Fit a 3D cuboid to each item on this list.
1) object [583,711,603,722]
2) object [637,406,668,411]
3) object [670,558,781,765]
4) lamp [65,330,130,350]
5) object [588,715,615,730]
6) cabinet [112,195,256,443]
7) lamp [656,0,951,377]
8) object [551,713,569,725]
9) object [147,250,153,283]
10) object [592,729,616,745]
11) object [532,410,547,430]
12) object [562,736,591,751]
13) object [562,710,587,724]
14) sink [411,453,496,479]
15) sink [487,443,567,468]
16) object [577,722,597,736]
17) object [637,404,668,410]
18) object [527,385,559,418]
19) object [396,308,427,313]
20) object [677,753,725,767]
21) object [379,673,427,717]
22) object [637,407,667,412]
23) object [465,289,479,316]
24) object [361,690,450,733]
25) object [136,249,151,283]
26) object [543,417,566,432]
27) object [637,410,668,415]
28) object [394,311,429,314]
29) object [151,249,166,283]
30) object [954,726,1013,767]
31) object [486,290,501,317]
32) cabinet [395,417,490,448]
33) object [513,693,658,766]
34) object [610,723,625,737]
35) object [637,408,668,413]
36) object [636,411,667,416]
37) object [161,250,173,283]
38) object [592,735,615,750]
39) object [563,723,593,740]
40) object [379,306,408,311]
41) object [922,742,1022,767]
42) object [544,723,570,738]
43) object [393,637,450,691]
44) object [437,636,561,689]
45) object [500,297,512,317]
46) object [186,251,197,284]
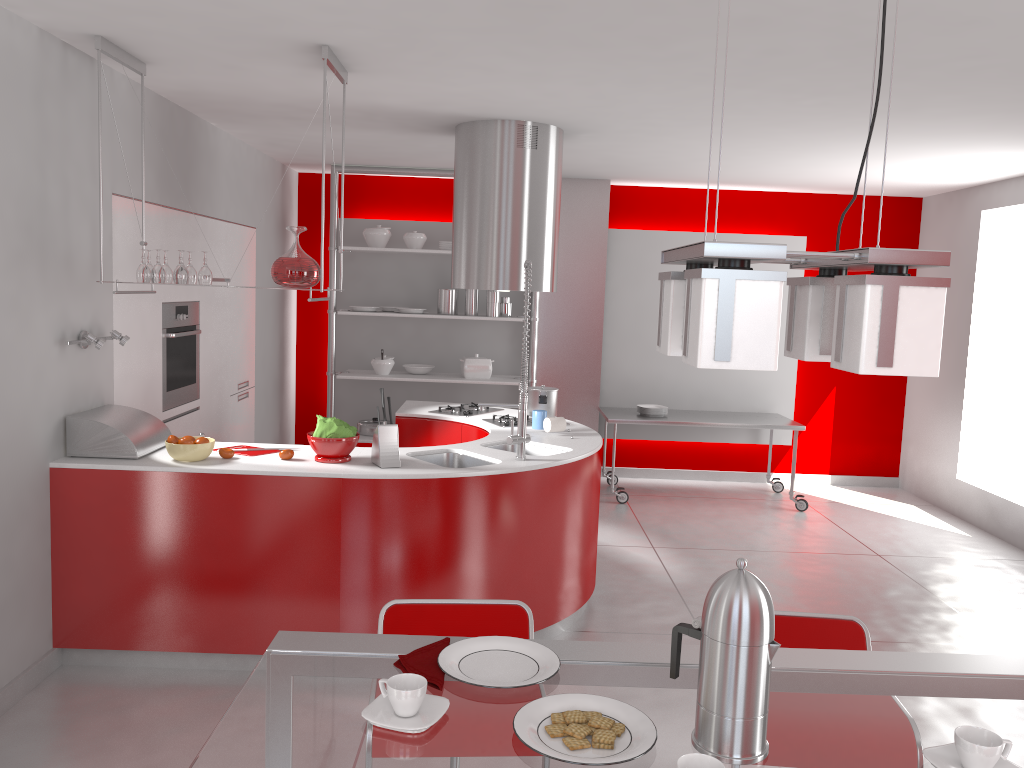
[{"bbox_3d":[0.123,0.518,1.380,0.036,0.006,0.034,2,6,-1],"label":"object"},{"bbox_3d":[1.144,0.202,7.234,0.228,0.020,0.228,0,6,-19],"label":"object"},{"bbox_3d":[0.313,0.395,1.309,0.149,0.287,0.113,3,6,7],"label":"object"},{"bbox_3d":[-1.806,-0.192,3.891,0.155,0.081,0.454,2,6,-1],"label":"lamp"},{"bbox_3d":[0.136,0.516,1.352,0.036,0.006,0.034,5,7,23],"label":"object"},{"bbox_3d":[-2.211,-0.014,5.422,0.614,2.026,2.398,2,6,-1],"label":"cabinet"},{"bbox_3d":[0.396,-0.539,1.185,0.304,1.025,0.304,2,6,-1],"label":"lamp"},{"bbox_3d":[0.078,0.518,1.371,0.036,0.006,0.034,2,6,-1],"label":"object"},{"bbox_3d":[-1.595,-0.517,3.898,0.060,0.141,0.060,2,6,-1],"label":"object"},{"bbox_3d":[0.137,0.520,1.311,0.034,0.006,0.036,3,6,11],"label":"object"},{"bbox_3d":[0.145,0.195,4.915,0.080,0.100,0.109,-1,7,-27],"label":"object"},{"bbox_3d":[0.095,0.526,1.302,0.036,0.006,0.034,0,7,-21],"label":"object"},{"bbox_3d":[0.097,0.513,1.367,0.034,0.006,0.036,1,6,-12],"label":"object"},{"bbox_3d":[-0.274,0.445,4.091,0.326,0.172,0.428,-3,8,-39],"label":"sink"},{"bbox_3d":[0.068,0.421,4.437,0.428,0.172,0.326,7,8,38],"label":"sink"},{"bbox_3d":[0.113,0.522,1.344,0.036,0.006,0.034,4,6,17],"label":"object"},{"bbox_3d":[1.144,0.192,7.232,0.228,0.020,0.228,0,6,-19],"label":"object"},{"bbox_3d":[0.181,0.099,5.270,0.189,0.185,0.218,-3,8,-38],"label":"object"},{"bbox_3d":[-0.811,-0.588,7.146,0.244,0.042,0.244,0,6,-16],"label":"object"},{"bbox_3d":[0.251,0.523,1.154,0.078,0.049,0.062,7,8,39],"label":"object"},{"bbox_3d":[-0.170,0.483,1.369,0.078,0.049,0.062,2,6,-1],"label":"object"},{"bbox_3d":[1.143,0.213,7.235,0.228,0.020,0.228,0,6,-19],"label":"object"},{"bbox_3d":[-0.323,-0.716,7.161,0.109,0.329,0.110,2,6,-3],"label":"object"},{"bbox_3d":[-0.164,0.507,1.372,0.119,0.016,0.119,4,6,19],"label":"object"},{"bbox_3d":[-1.584,-0.508,3.813,0.060,0.141,0.060,2,6,-1],"label":"object"},{"bbox_3d":[0.224,0.218,4.814,0.100,0.080,0.109,-1,7,-31],"label":"object"},{"bbox_3d":[1.143,0.233,7.237,0.228,0.020,0.228,0,6,-19],"label":"object"},{"bbox_3d":[-0.812,-0.574,7.148,0.280,0.015,0.280,6,7,29],"label":"object"},{"bbox_3d":[-1.502,-0.499,3.765,0.060,0.141,0.060,0,7,-24],"label":"object"},{"bbox_3d":[0.672,0.527,1.264,0.078,0.049,0.062,5,7,22],"label":"object"},{"bbox_3d":[-0.150,-0.677,7.117,0.115,0.274,0.115,1,6,-8],"label":"object"},{"bbox_3d":[-0.901,0.670,4.592,1.025,0.761,1.875,8,9,44],"label":"cabinet"},{"bbox_3d":[0.109,0.521,1.334,0.217,0.015,0.217,7,8,36],"label":"object"},{"bbox_3d":[0.154,0.523,1.347,0.034,0.006,0.036,5,7,21],"label":"object"},{"bbox_3d":[1.143,0.223,7.236,0.228,0.020,0.228,0,6,-19],"label":"object"},{"bbox_3d":[1.142,0.243,7.238,0.228,0.020,0.228,0,6,-19],"label":"object"},{"bbox_3d":[-1.511,-0.511,3.868,0.060,0.141,0.060,2,6,-1],"label":"object"},{"bbox_3d":[0.134,0.527,1.307,0.034,0.006,0.036,3,6,3],"label":"object"},{"bbox_3d":[0.098,0.517,1.324,0.036,0.006,0.034,7,8,36],"label":"object"},{"bbox_3d":[-0.983,-0.619,7.379,0.244,0.042,0.244,1,6,-9],"label":"object"},{"bbox_3d":[0.664,0.550,1.270,0.119,0.016,0.119,0,7,-20],"label":"object"},{"bbox_3d":[0.070,0.521,1.335,0.036,0.006,0.034,0,6,-17],"label":"object"},{"bbox_3d":[-0.161,0.488,1.564,0.095,0.012,0.234,2,6,-1],"label":"object"},{"bbox_3d":[-0.023,0.492,1.559,0.217,0.015,0.217,7,8,35],"label":"object"},{"bbox_3d":[-0.061,-0.636,7.311,0.127,0.157,0.127,3,6,10],"label":"object"},{"bbox_3d":[-1.413,-0.510,3.893,0.060,0.141,0.060,2,6,-1],"label":"object"}]
